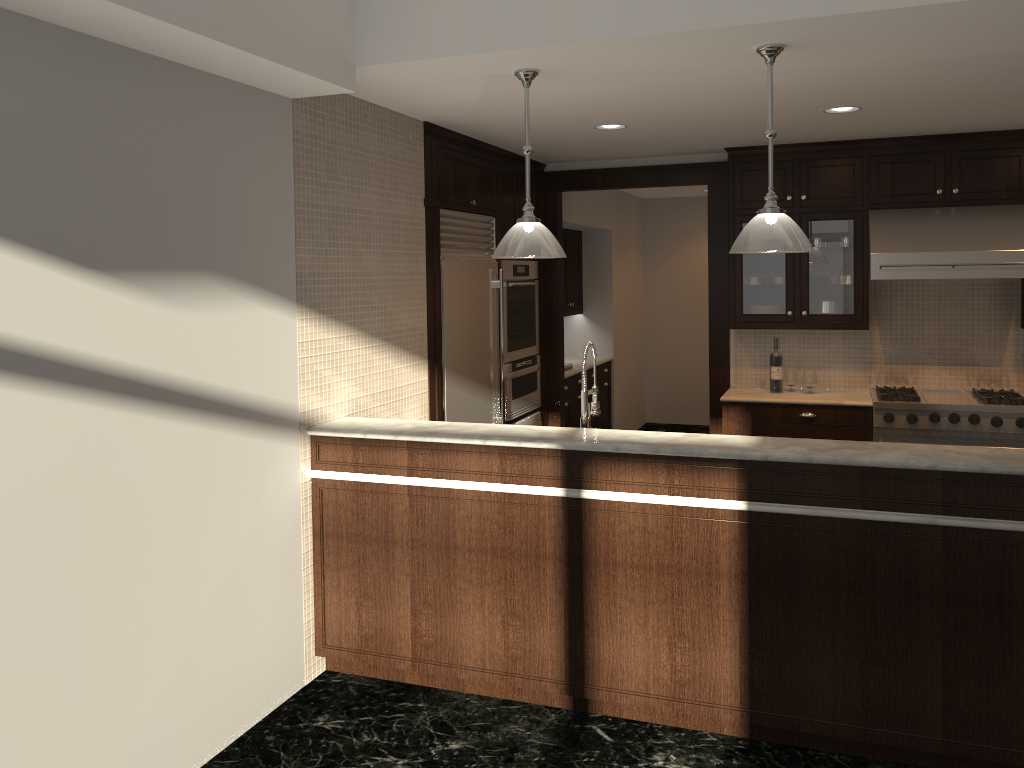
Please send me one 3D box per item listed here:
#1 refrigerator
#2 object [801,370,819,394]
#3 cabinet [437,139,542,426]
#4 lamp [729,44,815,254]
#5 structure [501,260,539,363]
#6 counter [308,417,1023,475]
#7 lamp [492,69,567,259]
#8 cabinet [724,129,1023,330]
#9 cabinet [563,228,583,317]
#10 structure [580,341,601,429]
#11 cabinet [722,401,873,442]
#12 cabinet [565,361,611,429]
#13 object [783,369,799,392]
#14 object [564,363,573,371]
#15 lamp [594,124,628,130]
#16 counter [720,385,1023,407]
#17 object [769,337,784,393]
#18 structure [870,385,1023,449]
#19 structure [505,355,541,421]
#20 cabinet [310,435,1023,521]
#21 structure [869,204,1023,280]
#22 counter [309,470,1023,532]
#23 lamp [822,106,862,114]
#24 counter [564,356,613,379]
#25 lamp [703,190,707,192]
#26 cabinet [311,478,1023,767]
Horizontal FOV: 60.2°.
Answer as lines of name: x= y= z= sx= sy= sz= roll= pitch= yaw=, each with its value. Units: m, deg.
refrigerator: x=-0.509 y=-0.010 z=5.628 sx=0.687 sy=2.115 sz=0.893 roll=0 pitch=3 yaw=20
object: x=2.008 y=-0.012 z=5.949 sx=0.112 sy=0.150 sz=0.113 roll=0 pitch=4 yaw=12
cabinet: x=-0.366 y=-0.306 z=6.006 sx=0.756 sy=2.414 sz=1.852 roll=0 pitch=4 yaw=20
lamp: x=0.990 y=-0.895 z=3.380 sx=0.317 sy=0.781 sz=0.318 roll=1 pitch=3 yaw=34
structure: x=-0.172 y=-0.542 z=6.428 sx=0.614 sy=0.699 sz=0.762 roll=1 pitch=5 yaw=20
counter: x=0.517 y=0.226 z=3.451 sx=2.854 sy=0.032 sz=0.330 roll=2 pitch=7 yaw=20
lamp: x=0.067 y=-0.923 z=3.720 sx=0.317 sy=0.781 sz=0.318 roll=1 pitch=3 yaw=34
cabinet: x=2.762 y=-0.857 z=4.742 sx=3.367 sy=1.251 sz=2.321 roll=1 pitch=6 yaw=20
cabinet: x=0.209 y=-1.011 z=8.039 sx=0.432 sy=0.823 sz=1.867 roll=0 pitch=6 yaw=20
structure: x=0.349 y=0.073 z=3.936 sx=0.051 sy=0.529 sz=0.244 roll=0 pitch=3 yaw=20
cabinet: x=2.781 y=0.669 z=4.783 sx=3.368 sy=0.877 sz=2.329 roll=2 pitch=7 yaw=20
cabinet: x=0.666 y=0.247 z=7.914 sx=0.057 sy=0.743 sz=1.802 roll=0 pitch=6 yaw=20
object: x=1.919 y=-0.027 z=6.074 sx=0.112 sy=0.150 sz=0.113 roll=0 pitch=4 yaw=12
object: x=0.279 y=-0.325 z=7.698 sx=0.447 sy=0.405 sz=0.346 roll=1 pitch=4 yaw=20
lamp: x=0.575 y=-1.563 z=5.148 sx=0.198 sy=0.136 sz=0.199 roll=2 pitch=6 yaw=25
counter: x=2.774 y=0.213 z=4.770 sx=3.368 sy=0.032 sz=2.329 roll=2 pitch=8 yaw=20
object: x=1.798 y=-0.130 z=6.006 sx=0.094 sy=0.376 sz=0.095 roll=1 pitch=2 yaw=35
structure: x=2.787 y=0.476 z=5.642 sx=0.906 sy=0.835 sz=0.723 roll=1 pitch=4 yaw=20
structure: x=-0.206 y=0.010 z=6.460 sx=0.665 sy=0.387 sz=0.767 roll=1 pitch=6 yaw=20
cabinet: x=0.508 y=0.318 z=3.458 sx=2.836 sy=0.152 sz=0.294 roll=2 pitch=6 yaw=20
structure: x=2.776 y=-0.911 z=5.626 sx=0.931 sy=0.476 sz=0.643 roll=1 pitch=6 yaw=20
counter: x=0.638 y=0.366 z=3.799 sx=2.869 sy=0.032 sz=1.060 roll=2 pitch=8 yaw=20
lamp: x=1.761 y=-1.527 z=4.711 sx=0.198 sy=0.136 sz=0.199 roll=-2 pitch=6 yaw=-15
counter: x=0.353 y=-0.151 z=8.017 sx=0.709 sy=0.032 sz=1.867 roll=2 pitch=8 yaw=20
lamp: x=2.095 y=-2.097 z=9.275 sx=0.197 sy=0.136 sz=0.199 roll=-1 pitch=5 yaw=-5
cabinet: x=0.650 y=0.805 z=3.815 sx=2.847 sy=0.910 sz=1.031 roll=2 pitch=5 yaw=20
